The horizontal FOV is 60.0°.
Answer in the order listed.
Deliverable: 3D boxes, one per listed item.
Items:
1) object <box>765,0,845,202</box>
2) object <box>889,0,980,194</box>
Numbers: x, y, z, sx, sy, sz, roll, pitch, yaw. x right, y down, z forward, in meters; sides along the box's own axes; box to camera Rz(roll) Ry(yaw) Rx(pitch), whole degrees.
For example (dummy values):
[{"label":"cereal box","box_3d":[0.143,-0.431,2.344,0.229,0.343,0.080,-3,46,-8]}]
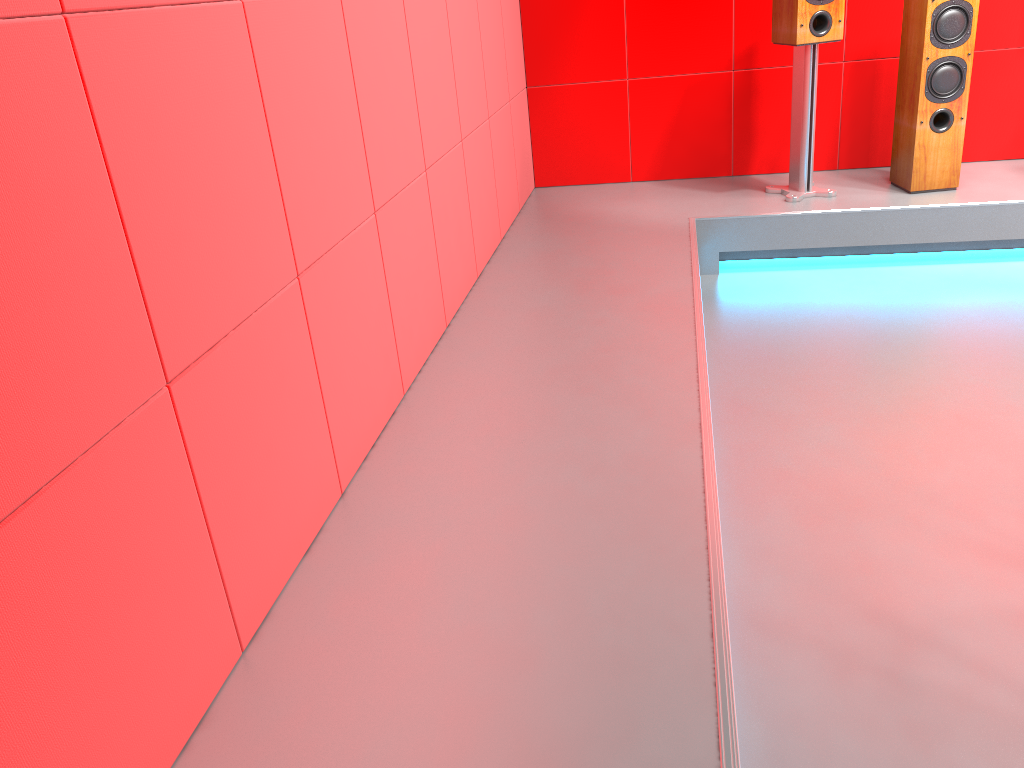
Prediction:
[{"label":"object","box_3d":[1.244,-1.335,3.765,0.231,1.058,0.265,-9,25,-7]},{"label":"object","box_3d":[1.752,-1.341,3.670,0.203,1.052,0.238,-5,24,2]}]
